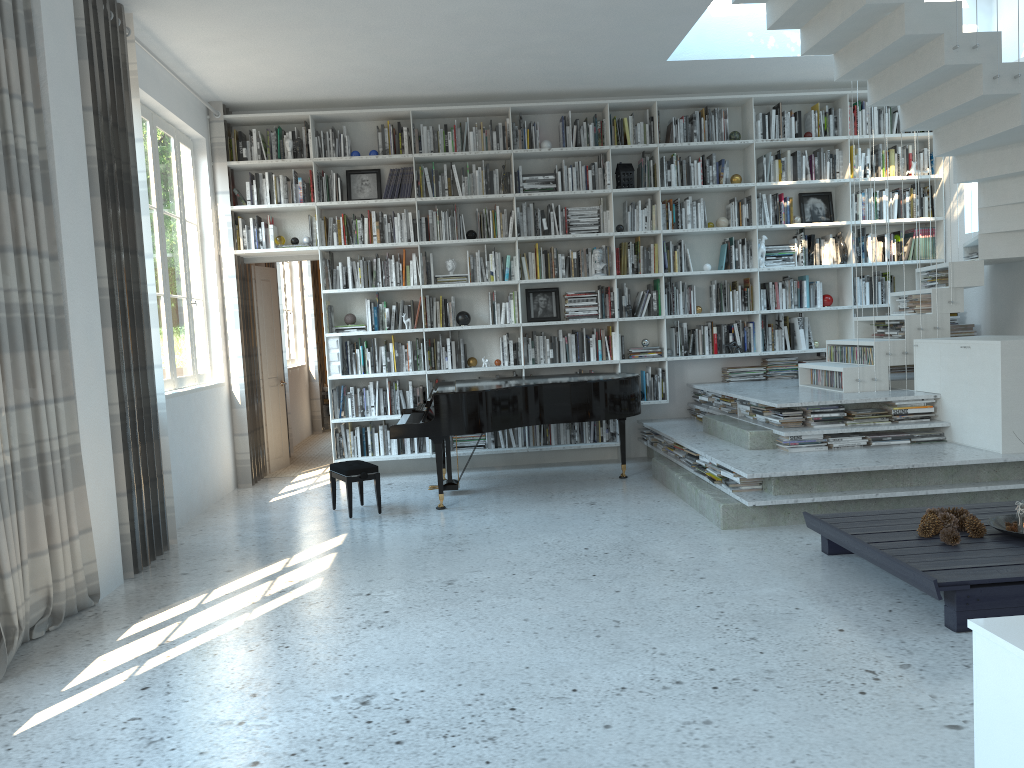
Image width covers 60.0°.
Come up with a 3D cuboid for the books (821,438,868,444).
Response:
[{"bbox_3d":[2.184,0.372,5.858,0.272,0.012,0.158,-3,4,-5],"label":"books"}]

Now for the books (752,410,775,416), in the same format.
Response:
[{"bbox_3d":[1.836,0.200,6.320,0.177,0.026,0.230,-3,4,-3],"label":"books"}]

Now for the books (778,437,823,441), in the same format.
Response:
[{"bbox_3d":[1.899,0.356,5.848,0.257,0.010,0.132,-3,4,1],"label":"books"}]

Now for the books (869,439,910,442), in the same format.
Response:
[{"bbox_3d":[2.468,0.367,5.870,0.254,0.005,0.160,-4,4,-7],"label":"books"}]

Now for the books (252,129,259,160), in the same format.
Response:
[{"bbox_3d":[-2.177,-2.018,7.592,0.028,0.284,0.189,-3,4,-3],"label":"books"}]

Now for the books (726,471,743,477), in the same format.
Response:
[{"bbox_3d":[1.409,0.539,5.435,0.165,0.015,0.242,-3,4,1],"label":"books"}]

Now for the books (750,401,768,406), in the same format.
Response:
[{"bbox_3d":[1.817,0.135,6.314,0.189,0.022,0.237,-3,4,2],"label":"books"}]

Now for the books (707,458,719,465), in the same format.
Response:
[{"bbox_3d":[1.381,0.494,5.735,0.182,0.016,0.256,-3,4,0],"label":"books"}]

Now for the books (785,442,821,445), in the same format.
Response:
[{"bbox_3d":[1.901,0.381,5.833,0.210,0.012,0.168,-3,4,1],"label":"books"}]

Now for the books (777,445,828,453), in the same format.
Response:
[{"bbox_3d":[1.904,0.417,5.823,0.262,0.023,0.200,-3,4,-5],"label":"books"}]

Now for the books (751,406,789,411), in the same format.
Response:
[{"bbox_3d":[1.832,0.166,6.317,0.168,0.013,0.281,-3,4,-6],"label":"books"}]

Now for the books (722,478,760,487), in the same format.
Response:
[{"bbox_3d":[1.401,0.601,5.439,0.187,0.017,0.205,-3,4,2],"label":"books"}]

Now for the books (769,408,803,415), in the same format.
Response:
[{"bbox_3d":[1.865,0.187,6.043,0.149,0.014,0.228,-3,4,-5],"label":"books"}]

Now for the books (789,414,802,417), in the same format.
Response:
[{"bbox_3d":[1.896,0.206,6.046,0.091,0.011,0.189,-3,4,-5],"label":"books"}]

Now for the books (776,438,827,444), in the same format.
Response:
[{"bbox_3d":[1.900,0.368,5.836,0.292,0.012,0.159,-3,4,0],"label":"books"}]

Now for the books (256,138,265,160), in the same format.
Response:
[{"bbox_3d":[-2.146,-1.981,7.587,0.030,0.206,0.175,-3,4,-3],"label":"books"}]

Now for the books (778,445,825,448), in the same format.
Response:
[{"bbox_3d":[1.902,0.402,5.842,0.264,0.006,0.164,-3,4,-2],"label":"books"}]

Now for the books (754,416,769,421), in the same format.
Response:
[{"bbox_3d":[1.843,0.244,6.324,0.154,0.007,0.292,-3,4,0],"label":"books"}]

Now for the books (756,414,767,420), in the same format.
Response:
[{"bbox_3d":[1.847,0.226,6.323,0.155,0.028,0.189,-3,4,-2],"label":"books"}]

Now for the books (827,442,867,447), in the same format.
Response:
[{"bbox_3d":[2.185,0.388,5.848,0.232,0.019,0.169,-4,4,-8],"label":"books"}]

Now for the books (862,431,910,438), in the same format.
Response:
[{"bbox_3d":[2.459,0.334,5.868,0.275,0.009,0.176,-3,4,-3],"label":"books"}]

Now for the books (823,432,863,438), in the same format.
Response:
[{"bbox_3d":[2.182,0.336,5.863,0.220,0.013,0.148,-3,4,-4],"label":"books"}]

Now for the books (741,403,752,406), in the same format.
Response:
[{"bbox_3d":[1.823,0.145,6.622,0.145,0.017,0.208,-4,4,-8],"label":"books"}]

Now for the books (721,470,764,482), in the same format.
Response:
[{"bbox_3d":[1.410,0.560,5.436,0.156,0.027,0.287,-4,4,-8],"label":"books"}]

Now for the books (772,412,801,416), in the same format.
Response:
[{"bbox_3d":[1.869,0.198,6.044,0.132,0.009,0.269,-3,4,1],"label":"books"}]

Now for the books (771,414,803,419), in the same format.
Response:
[{"bbox_3d":[1.875,0.219,6.046,0.137,0.012,0.242,-3,4,-2],"label":"books"}]

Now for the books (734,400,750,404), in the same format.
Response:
[{"bbox_3d":[1.799,0.130,6.619,0.192,0.014,0.256,-4,4,-7],"label":"books"}]

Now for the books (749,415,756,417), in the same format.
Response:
[{"bbox_3d":[1.841,0.226,6.629,0.136,0.013,0.258,-3,4,-3],"label":"books"}]

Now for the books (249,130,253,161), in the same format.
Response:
[{"bbox_3d":[-2.220,-2.015,7.591,0.010,0.281,0.160,-3,4,-3],"label":"books"}]

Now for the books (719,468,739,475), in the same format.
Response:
[{"bbox_3d":[1.402,0.527,5.433,0.176,0.010,0.266,-4,4,-7],"label":"books"}]

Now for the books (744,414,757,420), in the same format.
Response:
[{"bbox_3d":[1.832,0.241,6.629,0.132,0.016,0.262,-3,4,2],"label":"books"}]

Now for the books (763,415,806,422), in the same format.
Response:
[{"bbox_3d":[1.852,0.233,6.045,0.184,0.014,0.297,-3,4,-4],"label":"books"}]

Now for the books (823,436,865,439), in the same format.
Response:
[{"bbox_3d":[2.182,0.345,5.861,0.242,0.005,0.152,-3,4,-2],"label":"books"}]

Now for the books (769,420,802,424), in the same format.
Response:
[{"bbox_3d":[1.866,0.252,6.048,0.152,0.015,0.207,-3,4,-6],"label":"books"}]

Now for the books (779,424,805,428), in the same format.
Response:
[{"bbox_3d":[1.877,0.277,6.050,0.144,0.009,0.249,-3,4,-3],"label":"books"}]

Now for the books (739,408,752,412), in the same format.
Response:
[{"bbox_3d":[1.810,0.190,6.624,0.178,0.015,0.187,-3,4,2],"label":"books"}]

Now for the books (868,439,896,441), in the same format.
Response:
[{"bbox_3d":[2.467,0.359,5.887,0.273,0.009,0.129,-3,4,0],"label":"books"}]

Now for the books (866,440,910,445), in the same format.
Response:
[{"bbox_3d":[2.469,0.379,5.865,0.250,0.018,0.177,-3,4,0],"label":"books"}]

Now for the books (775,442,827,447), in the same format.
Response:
[{"bbox_3d":[1.901,0.394,5.841,0.285,0.008,0.159,-3,4,-5],"label":"books"}]

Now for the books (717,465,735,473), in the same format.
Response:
[{"bbox_3d":[1.394,0.515,5.432,0.192,0.014,0.256,-4,4,-7],"label":"books"}]

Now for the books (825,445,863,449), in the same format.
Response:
[{"bbox_3d":[2.185,0.404,5.864,0.208,0.015,0.152,-3,4,-5],"label":"books"}]

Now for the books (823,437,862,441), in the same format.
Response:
[{"bbox_3d":[2.182,0.356,5.868,0.211,0.018,0.134,-3,4,0],"label":"books"}]

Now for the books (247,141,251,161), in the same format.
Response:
[{"bbox_3d":[-2.239,-1.972,7.609,0.031,0.196,0.145,-3,4,-3],"label":"books"}]

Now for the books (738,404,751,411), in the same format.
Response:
[{"bbox_3d":[1.814,0.168,6.623,0.174,0.029,0.250,-3,4,-5],"label":"books"}]

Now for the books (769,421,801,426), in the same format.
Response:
[{"bbox_3d":[1.860,0.267,6.048,0.161,0.014,0.212,-3,4,1],"label":"books"}]

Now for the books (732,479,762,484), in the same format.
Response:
[{"bbox_3d":[1.431,0.581,5.439,0.137,0.019,0.224,-3,4,-2],"label":"books"}]

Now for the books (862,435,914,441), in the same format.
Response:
[{"bbox_3d":[2.468,0.347,5.860,0.287,0.018,0.190,-3,4,-4],"label":"books"}]

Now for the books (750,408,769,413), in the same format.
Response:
[{"bbox_3d":[1.831,0.183,6.318,0.187,0.009,0.250,-3,4,-3],"label":"books"}]

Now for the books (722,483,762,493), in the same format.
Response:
[{"bbox_3d":[1.408,0.633,5.441,0.184,0.017,0.230,-3,4,-1],"label":"books"}]

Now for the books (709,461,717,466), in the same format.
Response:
[{"bbox_3d":[1.383,0.507,5.736,0.178,0.010,0.195,-3,4,2],"label":"books"}]

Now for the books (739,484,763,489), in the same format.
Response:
[{"bbox_3d":[1.438,0.615,5.442,0.132,0.014,0.205,-3,4,-3],"label":"books"}]

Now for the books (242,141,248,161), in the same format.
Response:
[{"bbox_3d":[-2.267,-1.964,7.583,0.028,0.186,0.181,-3,4,-3],"label":"books"}]

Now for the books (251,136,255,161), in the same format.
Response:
[{"bbox_3d":[-2.202,-1.989,7.602,0.024,0.227,0.157,-3,4,-3],"label":"books"}]

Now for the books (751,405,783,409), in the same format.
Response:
[{"bbox_3d":[1.832,0.156,6.317,0.171,0.007,0.260,-3,4,-5],"label":"books"}]

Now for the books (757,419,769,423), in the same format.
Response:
[{"bbox_3d":[1.847,0.258,6.325,0.142,0.020,0.230,-3,4,2],"label":"books"}]

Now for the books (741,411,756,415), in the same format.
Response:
[{"bbox_3d":[1.822,0.209,6.626,0.167,0.024,0.192,-3,4,-2],"label":"books"}]

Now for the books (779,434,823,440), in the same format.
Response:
[{"bbox_3d":[1.899,0.340,5.833,0.234,0.025,0.157,-4,4,-8],"label":"books"}]

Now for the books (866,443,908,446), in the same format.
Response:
[{"bbox_3d":[2.469,0.391,5.887,0.249,0.009,0.144,-3,4,-4],"label":"books"}]
